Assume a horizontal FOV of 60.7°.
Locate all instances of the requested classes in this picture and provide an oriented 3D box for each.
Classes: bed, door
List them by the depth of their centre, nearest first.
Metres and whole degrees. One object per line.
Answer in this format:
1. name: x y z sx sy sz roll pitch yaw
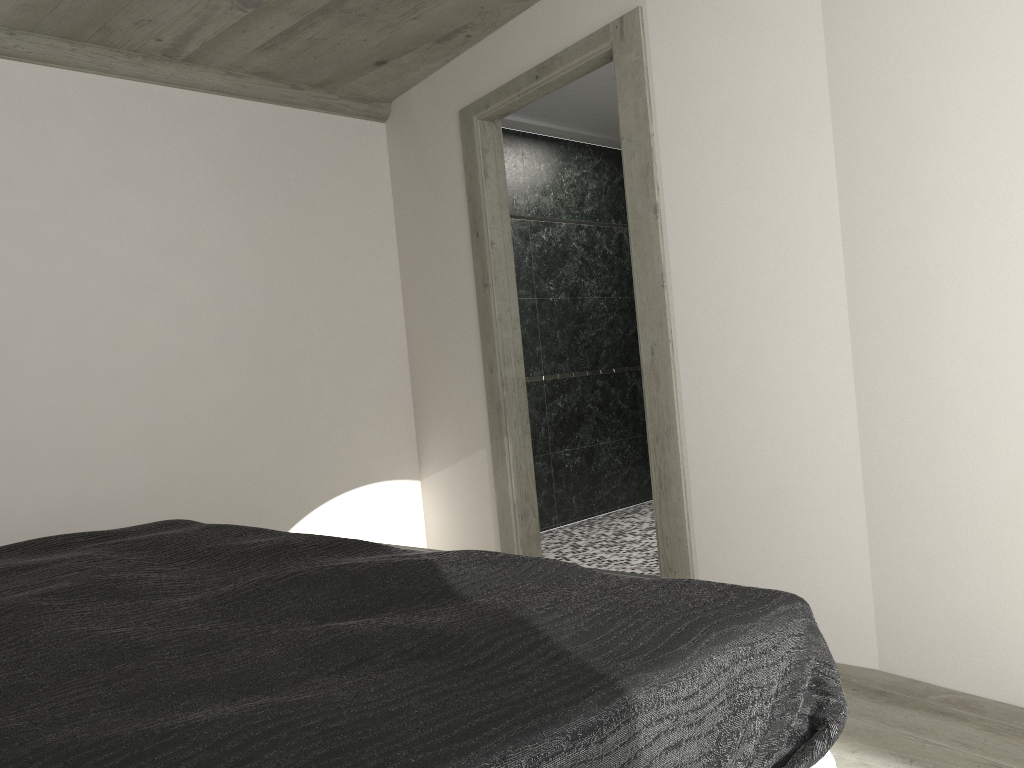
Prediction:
1. bed: -1.312 0.428 0.959 2.301 1.623 3.272 -4 1 45
2. door: 0.678 -0.251 4.356 1.126 2.515 1.390 -6 1 -35

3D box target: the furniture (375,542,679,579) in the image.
1. furniture: -0.182 0.841 2.474 1.704 0.560 0.632 -4 1 44
